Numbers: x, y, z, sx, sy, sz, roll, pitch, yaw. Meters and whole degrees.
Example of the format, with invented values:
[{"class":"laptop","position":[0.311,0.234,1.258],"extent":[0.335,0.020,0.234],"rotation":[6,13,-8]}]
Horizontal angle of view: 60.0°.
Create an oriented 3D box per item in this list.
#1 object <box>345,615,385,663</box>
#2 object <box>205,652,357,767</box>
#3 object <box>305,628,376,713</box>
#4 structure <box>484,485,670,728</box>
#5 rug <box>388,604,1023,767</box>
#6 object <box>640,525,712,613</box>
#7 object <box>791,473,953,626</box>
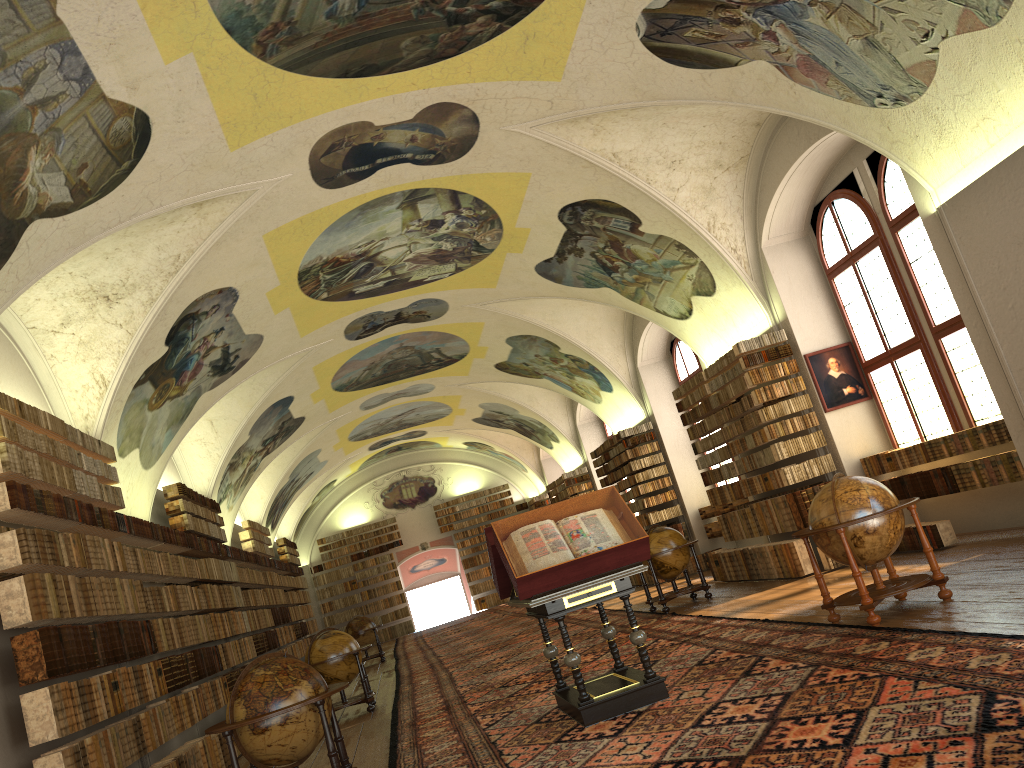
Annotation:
[{"class":"object","position":[-4.194,7.221,24.961],"extent":[1.283,1.444,1.279],"rotation":[-24,-12,31]},{"class":"object","position":[-2.005,3.111,7.859],"extent":[1.278,1.444,1.284],"rotation":[-6,-15,-47]},{"class":"object","position":[-2.834,4.672,14.356],"extent":[1.283,1.444,1.279],"rotation":[-23,-11,26]},{"class":"structure","position":[0.639,2.146,8.583],"extent":[1.244,1.975,1.899],"rotation":[-16,-10,-11]},{"class":"rug","position":[-0.176,5.311,18.126],"extent":[4.699,0.064,37.063],"rotation":[-15,-11,-11]},{"class":"object","position":[2.702,3.144,15.404],"extent":[1.278,1.444,1.284],"rotation":[-6,-15,-47]},{"class":"object","position":[3.529,1.583,8.907],"extent":[1.283,1.444,1.279],"rotation":[-23,-11,26]}]
